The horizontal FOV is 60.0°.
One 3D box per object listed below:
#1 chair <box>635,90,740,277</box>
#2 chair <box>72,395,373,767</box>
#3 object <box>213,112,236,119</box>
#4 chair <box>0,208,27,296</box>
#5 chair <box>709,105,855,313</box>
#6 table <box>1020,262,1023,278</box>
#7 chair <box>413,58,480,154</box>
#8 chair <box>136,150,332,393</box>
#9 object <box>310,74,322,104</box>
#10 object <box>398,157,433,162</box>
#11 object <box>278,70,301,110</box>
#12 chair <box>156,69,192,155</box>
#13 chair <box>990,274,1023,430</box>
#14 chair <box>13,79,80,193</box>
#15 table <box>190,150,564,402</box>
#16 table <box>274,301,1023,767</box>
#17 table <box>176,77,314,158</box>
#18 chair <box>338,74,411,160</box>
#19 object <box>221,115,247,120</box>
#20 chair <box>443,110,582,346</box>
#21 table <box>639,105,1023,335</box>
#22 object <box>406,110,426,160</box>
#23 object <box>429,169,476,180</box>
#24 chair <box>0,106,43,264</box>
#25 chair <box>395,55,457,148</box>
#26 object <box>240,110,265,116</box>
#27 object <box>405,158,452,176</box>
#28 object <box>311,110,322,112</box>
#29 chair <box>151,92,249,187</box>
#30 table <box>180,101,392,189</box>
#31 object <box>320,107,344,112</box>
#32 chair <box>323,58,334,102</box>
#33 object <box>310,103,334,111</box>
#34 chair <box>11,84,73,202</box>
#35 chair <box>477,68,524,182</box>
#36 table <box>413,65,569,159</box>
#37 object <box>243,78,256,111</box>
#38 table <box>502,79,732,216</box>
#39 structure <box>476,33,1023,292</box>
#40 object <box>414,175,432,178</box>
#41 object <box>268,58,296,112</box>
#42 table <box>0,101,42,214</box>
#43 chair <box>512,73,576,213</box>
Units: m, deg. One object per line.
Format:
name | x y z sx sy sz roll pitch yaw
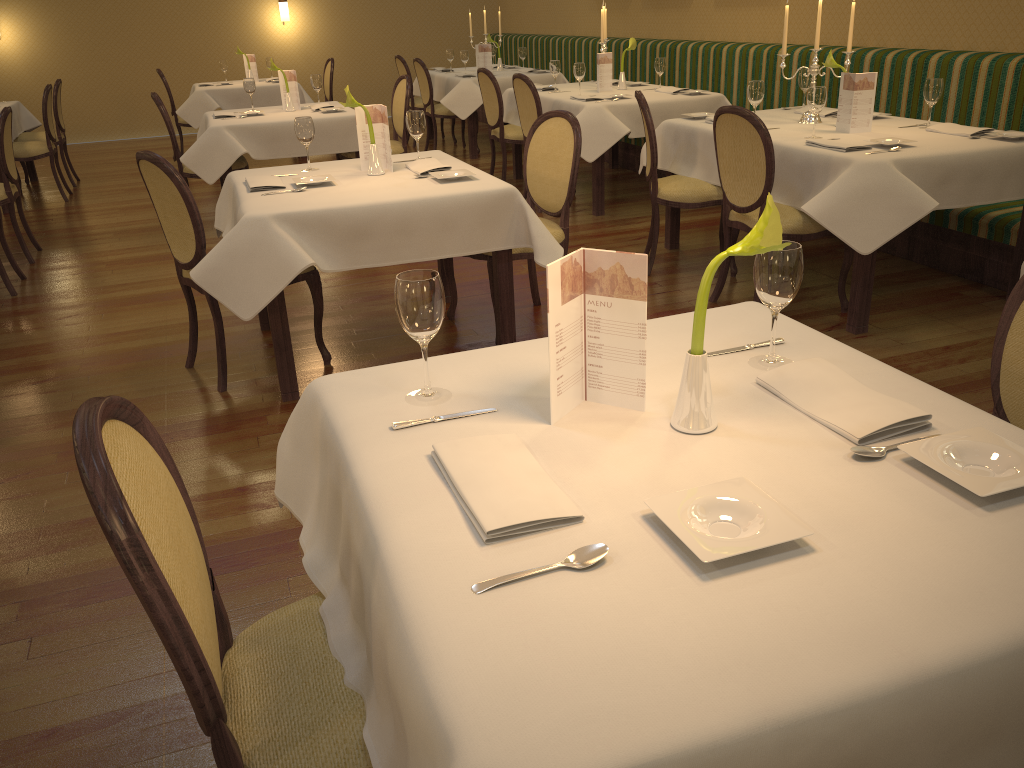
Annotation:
chair | 0.953 -1.111 4.838 0.571 0.955 0.530 0 23 6
chair | -0.263 0.430 1.383 0.571 0.955 0.530 -10 24 -17
object | -2.053 -1.919 6.325 0.142 0.024 0.273 -10 24 -17
chair | -3.117 -0.967 4.962 0.571 0.955 0.530 -10 24 -17
chair | 1.233 -0.821 4.131 0.571 0.955 0.530 -10 24 -17
table | 2.537 0.027 2.248 1.385 0.759 2.152 -10 24 -17
chair | -0.679 -2.841 9.055 0.571 0.955 0.530 -10 24 -17
chair | -1.166 -0.523 3.706 0.571 0.955 0.530 -20 29 -35
object | -1.454 -2.193 6.632 0.088 0.229 0.088 10 26 27
object | -0.457 -1.036 4.097 0.185 0.010 0.017 -10 24 -16
object | -1.605 -2.152 6.496 0.166 0.277 0.081 9 26 25
chair | -3.366 -2.849 9.377 0.571 0.955 0.530 -10 24 -17
chair | 0.922 0.234 1.704 0.571 0.955 0.530 -10 24 -17
chair | -4.399 -2.322 8.264 0.571 0.955 0.530 -10 24 -17
table | -0.649 -0.523 3.889 1.389 0.759 1.395 -10 24 -16
table | 0.263 0.441 1.539 1.389 0.759 1.395 -10 24 -16
table | -2.840 -2.837 9.533 1.389 0.759 1.395 -10 24 -16
chair | -1.018 -1.815 6.702 0.571 0.955 0.530 -10 24 -17
object | -1.928 -1.848 6.152 0.181 0.015 0.038 -10 24 -16
chair | 0.016 -0.726 4.047 0.571 0.955 0.530 -15 26 -26
table | 1.624 -0.937 4.599 1.385 0.759 2.152 -10 24 -17
object | -0.426 -1.108 3.984 0.088 0.229 0.088 7 25 21
object | -0.244 -0.846 3.617 0.160 0.024 0.160 -10 24 -17
chair | -3.378 -1.243 5.635 0.571 0.955 0.530 -10 24 -17
chair | -0.960 -3.139 9.783 0.571 0.955 0.530 -10 24 -17
object | -1.840 -1.915 6.288 0.160 0.024 0.160 -10 24 -17
object | -0.363 -0.940 3.841 0.142 0.033 0.273 -10 24 -17
object | -1.349 -1.958 6.342 0.181 0.015 0.038 -10 24 -16
chair | -2.202 -1.620 6.380 0.571 0.955 0.530 -10 24 -17
table | -1.677 -1.608 6.537 1.389 0.759 1.395 -10 24 -16
object | -1.271 -1.932 6.265 0.160 0.024 0.160 -10 24 -17
chair | -2.181 -3.044 9.698 0.571 0.955 0.530 -10 24 -17
object | -1.391 -2.026 6.489 0.142 0.033 0.273 -10 24 -17
chair | -4.138 -2.046 7.591 0.571 0.955 0.530 -10 24 -17
chair | 0.035 -2.088 7.220 0.571 0.955 0.530 -10 24 -17
table | -0.284 -2.954 9.516 1.385 0.759 2.152 -10 24 -17
object | -1.943 -2.154 6.594 0.088 0.229 0.088 10 26 27
table | 0.710 -1.903 6.954 1.385 0.759 2.152 -10 24 -17
structure | 1.889 -1.938 6.573 0.850 1.031 14.516 -10 24 -17
object | -0.321 -0.872 3.694 0.181 0.015 0.038 -10 24 -16
object | -1.651 -2.145 6.355 0.163 0.375 0.076 -22 30 -38
table | -4.933 -1.966 7.738 1.385 0.759 2.152 -10 24 -17
chair | 0.316 -1.789 6.491 0.571 0.955 0.530 -10 24 -17
